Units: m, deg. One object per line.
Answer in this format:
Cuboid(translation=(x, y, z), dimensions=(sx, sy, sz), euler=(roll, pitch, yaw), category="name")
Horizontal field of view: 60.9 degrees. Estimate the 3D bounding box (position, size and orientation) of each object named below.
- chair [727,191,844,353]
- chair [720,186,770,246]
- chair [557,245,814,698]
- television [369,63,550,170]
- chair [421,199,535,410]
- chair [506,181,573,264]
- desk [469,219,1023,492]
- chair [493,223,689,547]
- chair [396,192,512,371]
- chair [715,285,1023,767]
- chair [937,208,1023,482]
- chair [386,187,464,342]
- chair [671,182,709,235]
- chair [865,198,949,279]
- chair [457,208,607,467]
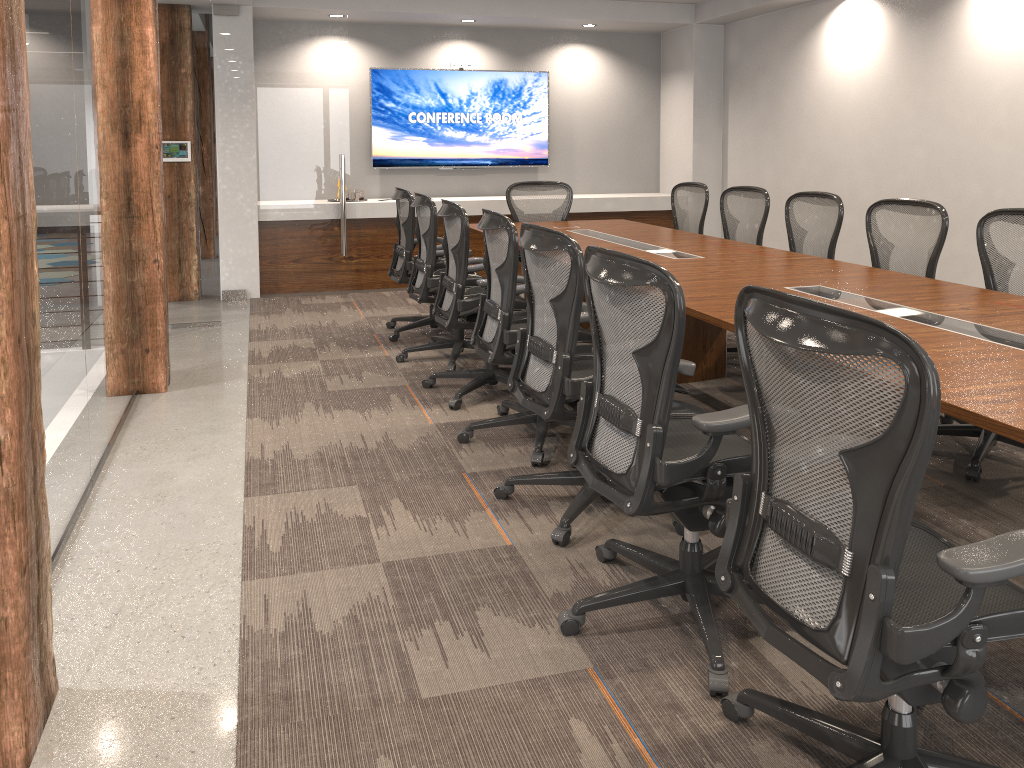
Cuboid(translation=(1.680, -0.632, 5.339), dimensions=(0.798, 1.067, 0.784), euler=(-5, 10, -30), category="chair")
Cuboid(translation=(1.413, -0.848, 6.137), dimensions=(0.762, 1.067, 0.821), euler=(-1, 9, -6), category="chair")
Cuboid(translation=(0.502, 0.131, 2.547), dimensions=(0.799, 1.067, 0.783), euler=(-6, 10, -34), category="chair")
Cuboid(translation=(-0.523, -2.792, 9.086), dimensions=(1.913, 1.085, 0.066), euler=(-4, 5, -16), category="television")
Cuboid(translation=(-0.081, -0.495, 4.862), dimensions=(0.764, 1.067, 0.819), euler=(-4, 9, -23), category="chair")
Cuboid(translation=(0.320, -1.118, 7.151), dimensions=(0.776, 1.067, 0.806), euler=(-6, 10, -32), category="chair")
Cuboid(translation=(1.117, -0.184, 4.297), dimensions=(1.407, 0.734, 6.217), euler=(-4, 15, -15), category="desk")
Cuboid(translation=(0.364, -0.079, 3.322), dimensions=(0.765, 1.067, 0.818), euler=(-4, 9, -27), category="chair")
Cuboid(translation=(-0.367, -0.706, 5.644), dimensions=(0.798, 1.067, 0.784), euler=(-6, 10, -32), category="chair")
Cuboid(translation=(0.768, 0.338, 1.782), dimensions=(0.802, 1.067, 0.781), euler=(-8, 11, -42), category="chair")
Cuboid(translation=(2.130, -0.214, 3.790), dimensions=(0.799, 1.067, 0.783), euler=(-6, 10, -35), category="chair")
Cuboid(translation=(-0.541, -0.909, 6.393), dimensions=(0.763, 1.067, 0.821), euler=(-2, 9, -10), category="chair")
Cuboid(translation=(1.183, -1.054, 6.900), dimensions=(0.762, 1.067, 0.821), euler=(-2, 9, -15), category="chair")
Cuboid(translation=(1.852, -0.427, 4.581), dimensions=(0.762, 1.067, 0.821), euler=(-2, 9, -15), category="chair")
Cuboid(translation=(0.125, -0.291, 4.109), dimensions=(0.798, 1.067, 0.784), euler=(-5, 10, -30), category="chair")
